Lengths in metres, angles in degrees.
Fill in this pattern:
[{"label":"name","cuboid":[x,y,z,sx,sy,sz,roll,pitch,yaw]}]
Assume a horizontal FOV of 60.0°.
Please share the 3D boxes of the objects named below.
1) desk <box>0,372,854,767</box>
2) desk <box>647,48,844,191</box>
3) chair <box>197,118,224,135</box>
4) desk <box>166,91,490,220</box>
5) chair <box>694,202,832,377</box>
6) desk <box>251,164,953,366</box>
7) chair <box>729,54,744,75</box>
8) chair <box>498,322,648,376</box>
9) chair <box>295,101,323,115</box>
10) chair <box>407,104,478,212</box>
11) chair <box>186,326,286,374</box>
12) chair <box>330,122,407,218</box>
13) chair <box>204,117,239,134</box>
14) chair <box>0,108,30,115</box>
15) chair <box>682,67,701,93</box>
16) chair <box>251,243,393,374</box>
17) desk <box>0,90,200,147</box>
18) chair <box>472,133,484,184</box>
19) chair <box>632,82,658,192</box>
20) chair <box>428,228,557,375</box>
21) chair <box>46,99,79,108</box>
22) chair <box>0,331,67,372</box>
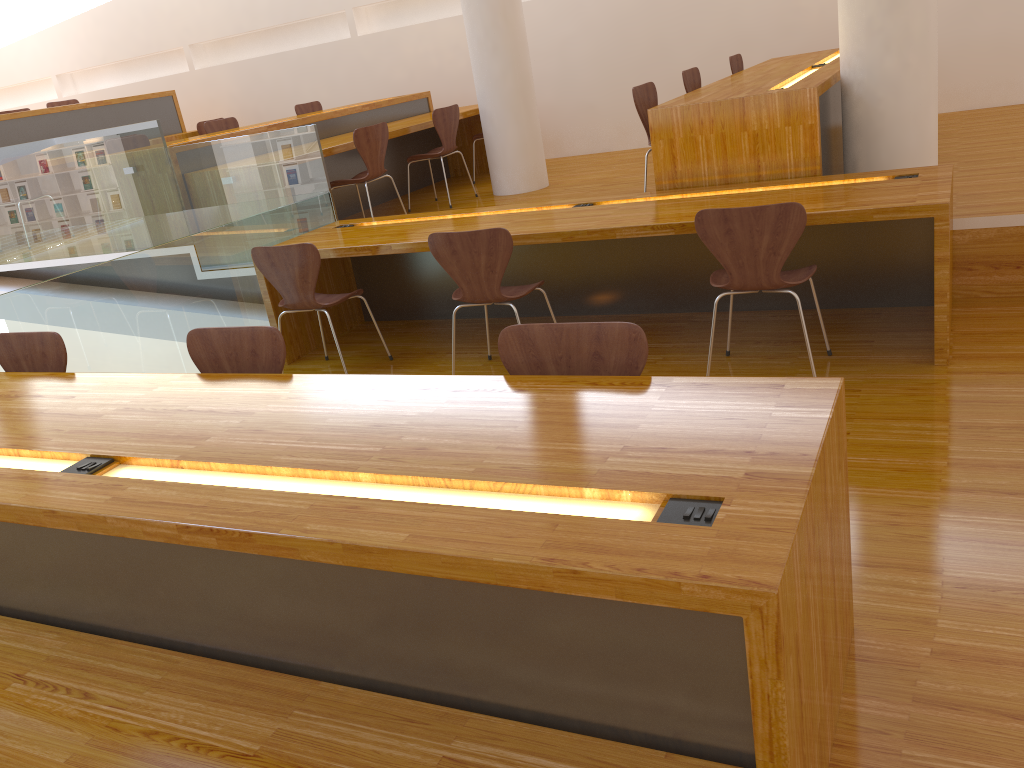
[{"label":"desk","cuboid":[-0.967,0.637,2.155,3.236,0.918,1.285,1,22,27]},{"label":"desk","cuboid":[1.697,-1.602,5.394,0.760,0.606,3.185,1,22,27]},{"label":"chair","cuboid":[-3.004,-2.232,8.757,0.381,0.693,0.428,1,22,27]},{"label":"desk","cuboid":[-1.337,-1.699,6.871,1.527,0.785,3.243,1,22,27]},{"label":"chair","cuboid":[0.956,-0.371,3.372,0.428,0.693,0.381,1,22,27]},{"label":"desk","cuboid":[0.301,-0.506,4.195,3.185,0.606,0.760,1,22,27]},{"label":"chair","cuboid":[1.831,-2.073,6.498,0.381,0.693,0.428,1,22,27]},{"label":"chair","cuboid":[0.120,0.241,2.109,0.428,0.693,0.381,1,22,27]},{"label":"chair","cuboid":[-1.685,-2.272,8.221,0.381,0.693,0.428,1,22,27]},{"label":"chair","cuboid":[-0.571,-1.672,6.561,0.381,0.693,0.428,1,22,27]},{"label":"chair","cuboid":[-0.860,0.216,2.650,0.428,0.693,0.381,1,22,27]},{"label":"chair","cuboid":[-0.983,-1.306,5.762,0.381,0.693,0.428,1,22,27]},{"label":"chair","cuboid":[-2.194,-1.850,7.317,0.381,0.693,0.428,1,22,27]},{"label":"chair","cuboid":[-5.253,-2.520,9.378,0.381,0.693,0.428,1,22,27]},{"label":"chair","cuboid":[1.322,-1.651,5.594,0.381,0.693,0.428,1,22,27]},{"label":"chair","cuboid":[-0.921,-0.377,4.291,0.428,0.693,0.381,1,22,27]},{"label":"desk","cuboid":[-4.126,-1.917,7.933,1.248,1.022,3.216,1,22,27]},{"label":"chair","cuboid":[-0.130,-2.095,7.499,0.381,0.693,0.428,1,22,27]},{"label":"chair","cuboid":[0.909,-1.284,4.795,0.381,0.693,0.428,1,22,27]},{"label":"chair","cuboid":[-0.056,-0.368,3.849,0.428,0.693,0.381,1,22,27]},{"label":"chair","cuboid":[-4.354,-2.547,9.021,0.381,0.693,0.428,1,22,27]},{"label":"chair","cuboid":[-1.725,0.206,3.092,0.428,0.693,0.381,1,22,27]}]
